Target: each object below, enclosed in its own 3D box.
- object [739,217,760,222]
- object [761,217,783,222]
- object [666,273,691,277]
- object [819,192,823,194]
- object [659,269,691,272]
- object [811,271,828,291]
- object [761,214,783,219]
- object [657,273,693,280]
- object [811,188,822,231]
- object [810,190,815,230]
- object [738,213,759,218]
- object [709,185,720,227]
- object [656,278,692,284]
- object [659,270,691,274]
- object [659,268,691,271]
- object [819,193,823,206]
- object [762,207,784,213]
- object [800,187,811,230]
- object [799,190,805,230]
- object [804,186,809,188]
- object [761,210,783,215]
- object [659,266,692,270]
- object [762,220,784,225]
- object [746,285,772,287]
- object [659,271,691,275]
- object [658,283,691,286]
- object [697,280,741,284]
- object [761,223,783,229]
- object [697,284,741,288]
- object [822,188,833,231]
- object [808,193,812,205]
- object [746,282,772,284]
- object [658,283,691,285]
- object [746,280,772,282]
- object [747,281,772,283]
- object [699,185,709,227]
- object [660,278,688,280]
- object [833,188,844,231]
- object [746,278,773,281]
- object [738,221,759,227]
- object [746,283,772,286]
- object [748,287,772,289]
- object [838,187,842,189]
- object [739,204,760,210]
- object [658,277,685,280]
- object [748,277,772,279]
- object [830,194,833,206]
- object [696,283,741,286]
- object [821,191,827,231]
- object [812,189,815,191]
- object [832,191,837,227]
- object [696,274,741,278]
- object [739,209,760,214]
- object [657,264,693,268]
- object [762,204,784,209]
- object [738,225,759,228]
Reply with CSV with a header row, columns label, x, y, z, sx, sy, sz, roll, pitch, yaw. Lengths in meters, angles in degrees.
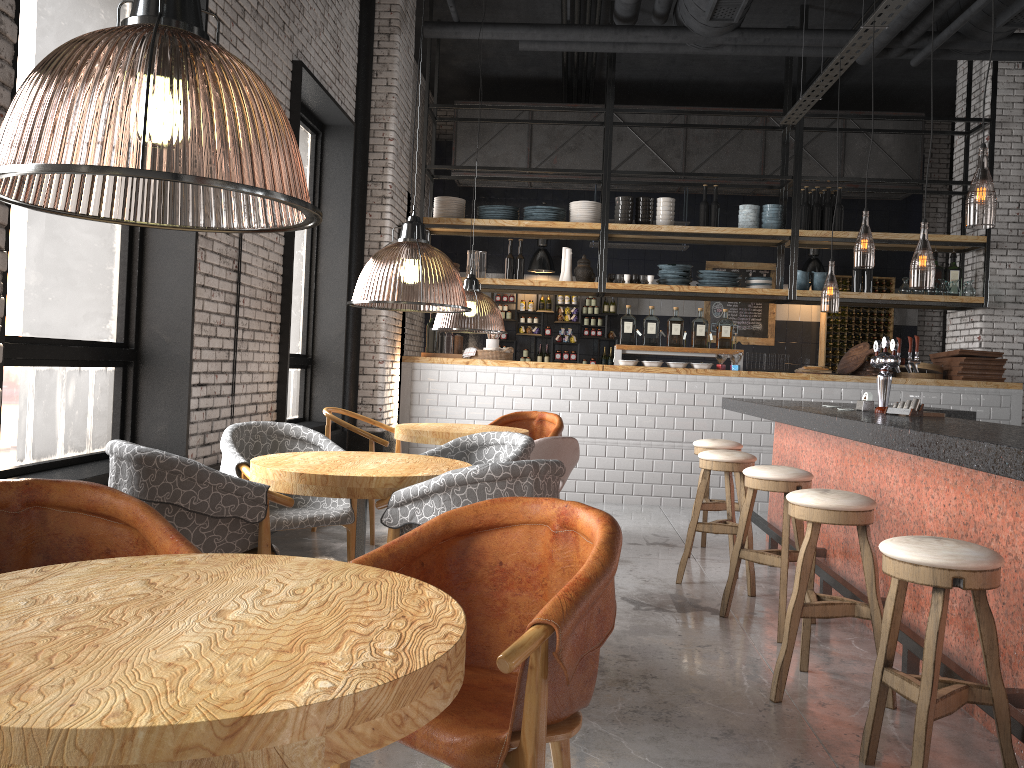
label,x,y,z,sx,sy,sz,roll,pitch,yaw
object,2.450,-1.678,9.170,0.210,0.074,0.210,2,1,-22
object,2.673,-1.660,9.127,0.218,0.092,0.219,2,1,-7
object,1.689,-1.117,9.212,0.334,0.039,0.335,3,1,3
object,3.232,-1.985,9.268,0.046,0.031,0.046,2,1,-19
object,1.692,-1.158,9.212,0.334,0.035,0.335,2,1,-21
object,3.174,-1.042,9.103,0.166,0.230,0.198,2,0,-26
object,2.675,-1.692,9.130,0.218,0.092,0.218,3,1,40
object,1.693,-1.100,9.211,0.372,0.071,0.373,3,1,16
object,3.094,-1.760,9.005,0.098,0.458,0.098,2,0,26
object,3.102,-1.762,9.140,0.098,0.458,0.098,2,0,26
object,2.447,-1.722,9.166,0.210,0.078,0.210,3,1,26
object,2.094,-1.813,9.143,0.098,0.471,0.098,2,0,26
object,1.686,-1.048,9.214,0.373,0.067,0.372,2,1,-15
object,1.692,-1.146,9.213,0.335,0.052,0.334,3,1,20
object,1.692,-1.173,9.212,0.334,0.036,0.335,2,1,-7
object,3.222,-1.759,9.268,0.098,0.458,0.098,3,0,-19
object,2.687,-1.756,9.129,0.218,0.096,0.219,2,1,-13
object,2.986,-1.765,9.012,0.098,0.458,0.098,2,0,26
object,2.995,-1.767,9.146,0.098,0.458,0.098,2,0,26
object,2.996,-1.991,9.012,0.046,0.031,0.046,2,1,-19
object,2.676,-1.724,9.131,0.218,0.092,0.218,3,1,44
object,1.695,-1.187,9.212,0.334,0.048,0.335,2,1,-10
object,2.680,-1.628,9.128,0.218,0.093,0.219,2,1,-13
object,2.548,-0.997,9.157,0.263,0.037,0.263,2,1,-23
object,1.692,-1.131,9.213,0.335,0.052,0.334,3,1,42
object,1.685,-1.013,9.211,0.334,0.033,0.335,2,1,-27
object,2.139,-1.039,9.183,0.454,0.050,0.454,3,1,24
object,2.674,-1.595,9.127,0.218,0.085,0.219,2,1,-27
object,2.135,-0.991,9.183,0.454,0.033,0.454,2,1,-14
object,3.205,-1.755,8.998,0.098,0.458,0.098,3,0,-19
object,3.110,-1.764,9.275,0.098,0.458,0.098,2,0,26
object,2.550,-1.028,9.157,0.263,0.032,0.263,2,1,-38
object,1.686,-1.026,9.210,0.334,0.046,0.334,2,1,-11
object,2.551,-1.050,9.157,0.263,0.029,0.263,2,1,-20
object,2.550,-1.040,9.157,0.263,0.028,0.263,3,1,31
object,1.986,-1.818,9.149,0.098,0.471,0.098,2,0,26
object,1.686,-1.066,9.212,0.334,0.051,0.334,3,1,34
object,3.313,-1.750,8.991,0.098,0.458,0.098,3,0,-19
object,2.552,-1.069,9.157,0.265,0.034,0.265,3,1,16
object,2.446,-1.635,9.167,0.210,0.069,0.210,2,1,-31
object,2.549,-1.015,9.158,0.265,0.038,0.265,3,1,26
object,2.548,-0.974,9.157,0.263,0.026,0.263,3,1,39
object,3.323,-1.976,8.992,0.046,0.031,0.046,2,1,-4
object,2.457,-1.808,9.165,0.210,0.074,0.210,3,1,8
object,1.687,-1.078,9.211,0.334,0.045,0.335,3,1,0
object,2.551,-1.080,9.157,0.265,0.037,0.265,3,1,-1
object,3.329,-1.754,9.261,0.098,0.458,0.098,3,0,-19
object,2.136,-1.015,9.183,0.454,0.042,0.454,2,1,-22
object,3.214,-1.757,9.133,0.098,0.458,0.098,3,0,-19
object,3.112,-1.988,9.140,0.046,0.031,0.046,2,1,-19
object,3.321,-1.752,9.126,0.098,0.458,0.098,3,0,-19
object,2.140,-1.110,9.182,0.454,0.048,0.453,3,1,30
object,2.452,-1.765,9.164,0.210,0.076,0.210,2,1,-22
object,1.694,-1.207,9.211,0.373,0.050,0.373,3,1,25
object,2.684,-1.788,9.132,0.219,0.091,0.218,3,1,21
object,2.445,-1.591,9.167,0.210,0.065,0.210,3,1,21
